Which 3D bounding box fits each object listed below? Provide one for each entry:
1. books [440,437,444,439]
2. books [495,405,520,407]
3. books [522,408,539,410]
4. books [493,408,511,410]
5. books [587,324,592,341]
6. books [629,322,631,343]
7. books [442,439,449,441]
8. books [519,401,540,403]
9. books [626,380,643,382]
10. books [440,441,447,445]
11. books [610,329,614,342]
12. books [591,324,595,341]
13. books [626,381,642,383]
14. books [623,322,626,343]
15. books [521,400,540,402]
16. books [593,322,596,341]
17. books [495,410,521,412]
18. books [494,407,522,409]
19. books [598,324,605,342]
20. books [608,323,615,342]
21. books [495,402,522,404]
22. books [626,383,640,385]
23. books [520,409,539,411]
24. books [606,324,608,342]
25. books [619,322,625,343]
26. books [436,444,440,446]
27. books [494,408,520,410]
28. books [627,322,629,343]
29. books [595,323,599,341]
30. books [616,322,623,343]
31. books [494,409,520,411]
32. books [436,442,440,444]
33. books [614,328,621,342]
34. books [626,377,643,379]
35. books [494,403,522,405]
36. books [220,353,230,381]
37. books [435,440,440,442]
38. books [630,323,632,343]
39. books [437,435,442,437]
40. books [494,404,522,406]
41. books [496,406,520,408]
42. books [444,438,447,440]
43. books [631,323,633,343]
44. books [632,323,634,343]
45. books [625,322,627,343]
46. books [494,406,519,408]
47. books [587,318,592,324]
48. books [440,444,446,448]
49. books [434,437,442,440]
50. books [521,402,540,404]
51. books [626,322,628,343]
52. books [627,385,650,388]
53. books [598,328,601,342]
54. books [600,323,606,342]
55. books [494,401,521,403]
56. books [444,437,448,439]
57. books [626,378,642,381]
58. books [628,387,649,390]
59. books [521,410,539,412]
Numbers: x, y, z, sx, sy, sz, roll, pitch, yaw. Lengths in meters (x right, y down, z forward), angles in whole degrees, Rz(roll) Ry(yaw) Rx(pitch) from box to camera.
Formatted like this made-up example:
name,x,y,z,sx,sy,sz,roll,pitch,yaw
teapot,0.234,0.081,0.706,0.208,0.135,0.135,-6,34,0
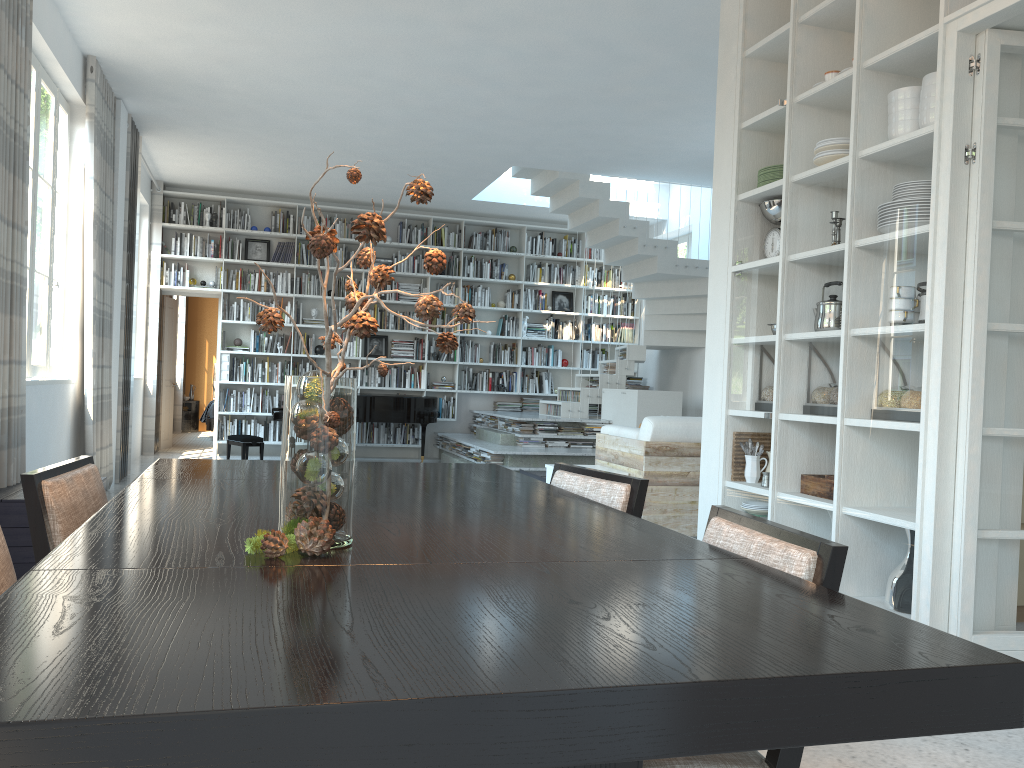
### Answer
name,x,y,z,sx,sy,sz,roll,pitch,yaw
books,-0.855,0.698,11.545,0.133,0.017,0.231,2,0,-15
books,-0.060,0.296,11.886,0.308,0.008,0.195,2,0,-11
books,0.259,0.336,11.979,0.285,0.007,0.159,2,0,-11
books,-0.065,0.341,11.885,0.345,0.007,0.193,2,0,-11
books,1.050,-0.702,12.172,0.022,0.243,0.170,2,0,-16
books,1.602,-0.704,12.337,0.018,0.293,0.169,2,1,-16
books,-0.790,0.713,11.259,0.160,0.009,0.291,2,0,-14
books,0.257,0.246,11.986,0.285,0.005,0.159,2,0,-17
books,1.621,-0.044,11.911,0.235,0.014,0.155,2,0,-15
books,-0.808,0.749,11.255,0.191,0.028,0.212,2,0,-12
books,1.357,-0.658,12.249,0.024,0.181,0.191,2,0,-16
books,1.086,-0.702,12.182,0.026,0.246,0.180,2,0,-16
books,1.619,-0.031,11.916,0.206,0.014,0.150,2,0,-16
books,1.536,-0.707,12.303,0.018,0.293,0.169,2,1,-16
books,0.262,0.230,11.980,0.254,0.006,0.161,2,0,-12
books,1.106,-0.711,12.199,0.022,0.265,0.157,2,1,-16
books,-0.067,0.356,11.887,0.345,0.007,0.193,2,0,-12
books,-0.065,0.318,11.893,0.346,0.007,0.193,2,0,-18
books,1.232,-0.696,12.229,0.022,0.247,0.181,2,0,-16
books,1.375,-0.706,12.282,0.026,0.278,0.170,2,1,-16
books,-0.060,0.251,11.893,0.346,0.007,0.193,2,0,-18
books,1.616,0.001,11.923,0.182,0.011,0.131,2,0,-18
books,0.254,0.349,11.988,0.254,0.007,0.161,2,0,-15
books,1.294,-0.697,12.265,0.012,0.254,0.161,2,0,-16
books,1.509,-0.708,12.310,0.033,0.294,0.169,2,1,-16
books,-0.876,0.794,11.542,0.171,0.016,0.241,2,0,-16
books,-0.066,0.333,11.888,0.308,0.008,0.195,2,0,-12
books,1.585,-0.705,12.328,0.018,0.293,0.169,2,1,-16
books,1.147,-0.707,12.198,0.056,0.261,0.176,2,0,-16
books,1.472,-0.707,12.299,0.072,0.291,0.169,2,1,-16
books,-0.067,0.348,11.888,0.308,0.008,0.195,2,0,-20
books,-0.885,0.771,11.538,0.179,0.012,0.261,2,0,-13
books,1.432,-0.669,12.287,0.088,0.217,0.167,2,0,-16
books,1.623,-0.082,11.909,0.228,0.011,0.159,2,0,-17
books,-0.061,0.266,11.893,0.345,0.007,0.193,2,0,-14
books,-3.508,-0.205,10.839,0.106,0.340,0.307,2,0,-16
books,-0.885,0.746,11.538,0.177,0.012,0.278,2,0,-20
books,1.620,-0.704,12.337,0.018,0.293,0.169,2,1,-16
books,-0.868,0.681,11.541,0.158,0.014,0.234,2,0,-18
books,-0.061,0.281,11.893,0.345,0.007,0.193,2,0,-14
books,-0.066,0.303,11.898,0.308,0.008,0.195,2,0,-16
books,-0.775,0.697,11.263,0.135,0.014,0.297,2,0,-15
books,1.637,-0.703,12.347,0.018,0.293,0.169,2,1,-16
books,1.657,-0.702,12.342,0.018,0.293,0.169,2,1,-16
books,1.549,-0.707,12.322,0.018,0.293,0.169,2,1,-16
books,-0.063,0.311,11.885,0.308,0.008,0.195,2,0,-21
books,1.063,-0.741,12.194,0.012,0.322,0.141,2,1,-16
books,-0.802,0.790,11.257,0.189,0.030,0.237,2,0,-16
books,-0.889,0.711,11.536,0.191,0.013,0.243,2,0,-20
books,0.256,0.256,11.986,0.254,0.006,0.161,2,0,-17
books,1.567,-0.706,12.327,0.018,0.293,0.169,2,1,-16
books,1.667,0.034,11.723,0.267,0.026,0.161,2,0,-11
books,1.183,-0.669,12.210,0.023,0.189,0.169,2,0,-16
books,1.254,-0.701,12.246,0.029,0.259,0.171,2,0,-16
books,-0.060,0.244,11.893,0.345,0.007,0.193,2,0,-14
books,-0.779,0.680,11.261,0.137,0.018,0.200,2,0,-12
books,1.618,-0.064,11.923,0.232,0.025,0.123,2,0,-19
books,1.668,0.059,11.718,0.234,0.025,0.157,2,0,-20
books,0.255,0.363,11.982,0.254,0.007,0.161,2,0,-12
